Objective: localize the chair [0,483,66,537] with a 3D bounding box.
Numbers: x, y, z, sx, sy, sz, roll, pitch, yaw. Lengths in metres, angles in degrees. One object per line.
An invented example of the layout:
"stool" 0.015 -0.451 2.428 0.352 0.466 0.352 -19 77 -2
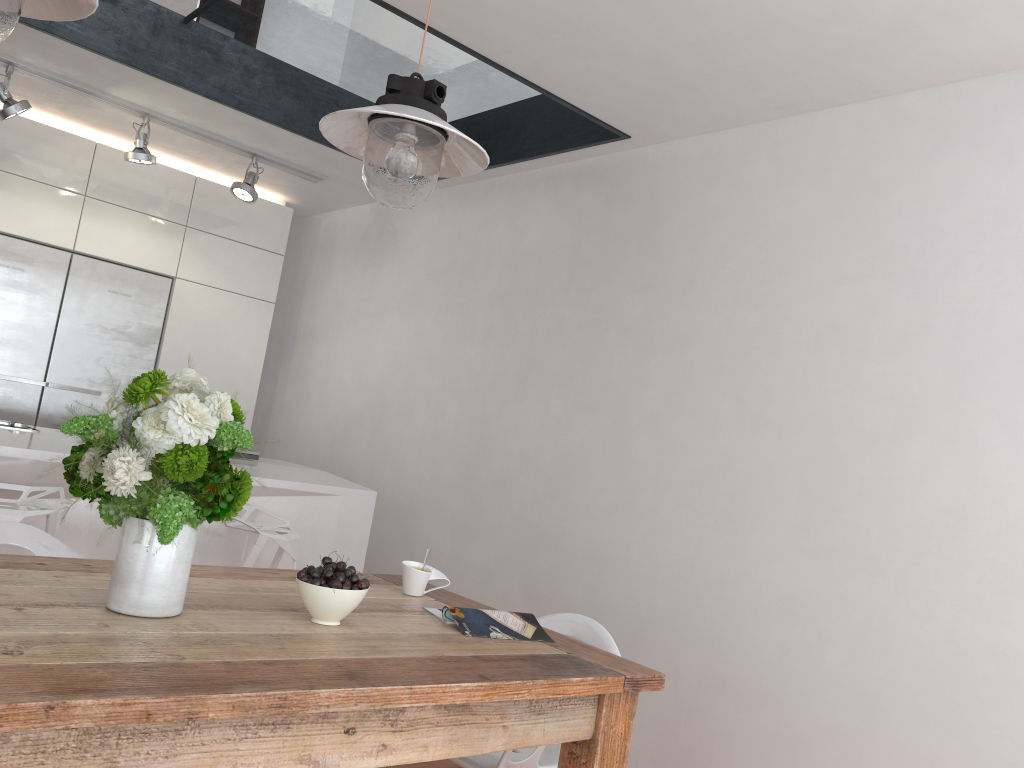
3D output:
"chair" -1.659 0.693 2.748 0.492 0.765 0.428 12 -5 -30

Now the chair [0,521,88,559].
"chair" -1.263 0.743 2.245 0.505 0.710 0.577 6 -6 40

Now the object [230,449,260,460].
"object" -1.390 0.299 4.115 0.325 0.036 0.298 6 -6 40

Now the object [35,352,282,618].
"object" -0.660 0.169 1.635 0.371 0.476 0.432 10 -5 1

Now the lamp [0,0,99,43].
"lamp" -0.851 -0.682 1.397 0.372 0.306 0.372 5 -7 44

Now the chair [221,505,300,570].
"chair" -0.941 0.861 3.274 0.428 0.765 0.492 9 -5 5

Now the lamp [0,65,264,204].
"lamp" -1.855 -1.206 4.370 1.324 0.254 0.154 14 -6 -40

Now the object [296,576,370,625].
"object" -0.364 0.434 1.767 0.146 0.079 0.146 13 -6 -32

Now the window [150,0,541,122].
"window" -0.966 -1.589 3.404 2.700 0.035 1.546 14 -6 -40

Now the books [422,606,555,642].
"books" -0.056 0.532 2.026 0.218 0.035 0.267 12 -5 -25

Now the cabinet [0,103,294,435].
"cabinet" -2.788 -0.186 5.140 2.404 2.506 0.946 14 -6 -40

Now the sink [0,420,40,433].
"sink" -2.157 0.023 3.503 0.492 0.570 0.459 14 -6 -40

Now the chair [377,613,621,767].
"chair" -0.027 0.960 2.302 0.577 0.710 0.505 5 -7 45

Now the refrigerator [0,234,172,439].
"refrigerator" -2.551 0.171 4.765 1.119 1.811 0.142 14 -6 -40

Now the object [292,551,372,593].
"object" -0.355 0.385 1.771 0.141 0.095 0.159 6 -6 35

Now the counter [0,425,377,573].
"counter" -1.823 0.657 3.499 2.289 0.903 0.956 14 -6 -40

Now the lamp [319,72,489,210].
"lamp" -0.231 -0.531 1.932 0.372 0.306 0.372 9 -5 11

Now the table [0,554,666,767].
"table" -0.764 0.762 1.551 1.910 0.735 0.969 14 -6 -40

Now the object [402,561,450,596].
"object" -0.228 0.500 2.267 0.127 0.078 0.082 13 -6 -35
